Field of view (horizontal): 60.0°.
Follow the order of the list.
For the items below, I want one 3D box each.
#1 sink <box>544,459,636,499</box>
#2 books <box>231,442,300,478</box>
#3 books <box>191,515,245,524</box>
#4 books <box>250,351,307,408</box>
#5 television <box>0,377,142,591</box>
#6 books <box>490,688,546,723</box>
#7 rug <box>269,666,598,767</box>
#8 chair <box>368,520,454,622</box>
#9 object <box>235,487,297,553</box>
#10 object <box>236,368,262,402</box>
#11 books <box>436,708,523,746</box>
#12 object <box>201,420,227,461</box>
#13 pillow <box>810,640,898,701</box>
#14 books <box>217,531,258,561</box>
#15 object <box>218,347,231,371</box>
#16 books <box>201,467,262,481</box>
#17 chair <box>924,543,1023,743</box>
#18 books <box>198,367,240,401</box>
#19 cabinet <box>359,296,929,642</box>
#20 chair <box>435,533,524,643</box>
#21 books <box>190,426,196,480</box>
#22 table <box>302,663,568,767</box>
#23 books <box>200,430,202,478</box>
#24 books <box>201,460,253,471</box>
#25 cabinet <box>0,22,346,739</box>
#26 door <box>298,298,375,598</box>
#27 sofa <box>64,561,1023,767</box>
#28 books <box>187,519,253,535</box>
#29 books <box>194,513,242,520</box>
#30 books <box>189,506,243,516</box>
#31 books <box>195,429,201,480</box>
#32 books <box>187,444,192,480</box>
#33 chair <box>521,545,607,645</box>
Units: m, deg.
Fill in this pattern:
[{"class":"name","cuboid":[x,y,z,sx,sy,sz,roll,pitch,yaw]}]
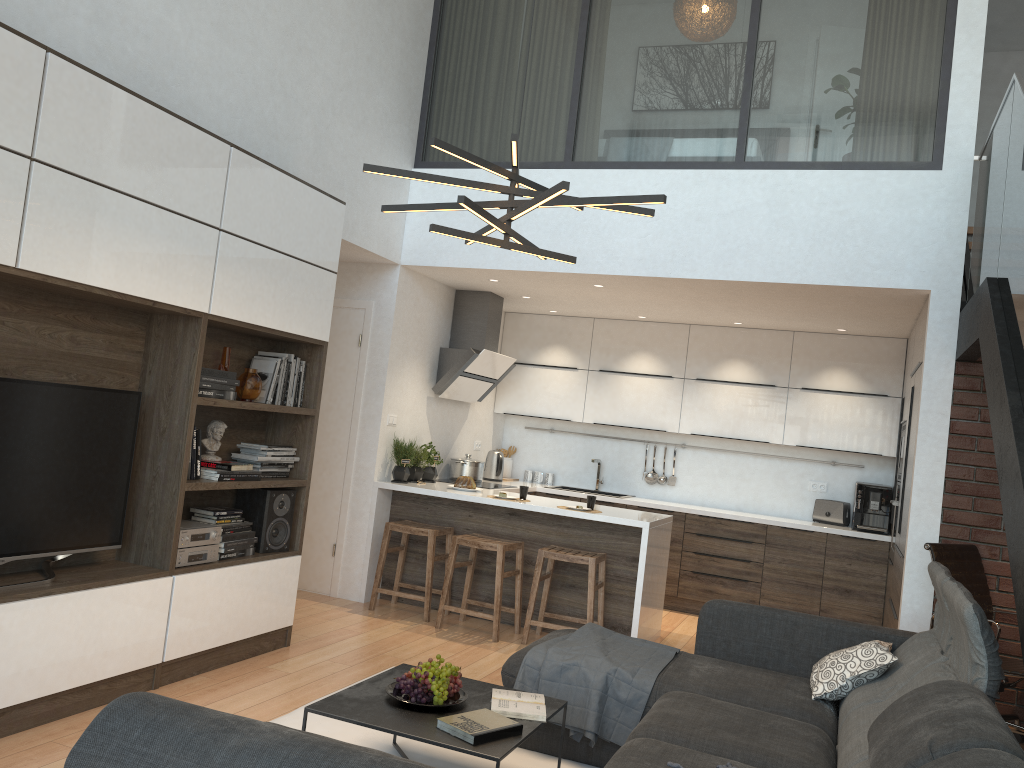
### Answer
[{"class":"sink","cuboid":[0.698,0.924,7.851,0.706,0.518,0.512,6,-3,21]},{"class":"books","cuboid":[-1.351,0.411,4.796,0.224,0.176,0.374,6,-3,21]},{"class":"books","cuboid":[-1.498,0.688,4.519,0.161,0.023,0.213,5,-3,24]},{"class":"books","cuboid":[-1.309,-0.032,4.847,0.201,0.287,0.332,6,-3,21]},{"class":"television","cuboid":[-1.924,0.368,3.369,0.229,0.779,1.220,6,-3,21]},{"class":"books","cuboid":[0.022,1.152,3.203,0.199,0.025,0.294,7,-3,0]},{"class":"rug","cuboid":[-0.329,1.467,3.287,1.606,0.013,2.496,6,-3,21]},{"class":"chair","cuboid":[-0.668,1.269,6.102,0.450,0.600,0.350,6,-3,21]},{"class":"object","cuboid":[-1.346,0.730,4.825,0.244,0.331,0.214,5,-3,31]},{"class":"object","cuboid":[-1.356,0.006,4.575,0.130,0.171,0.130,8,-3,-30]},{"class":"books","cuboid":[-0.105,1.120,2.904,0.179,0.029,0.225,4,-4,44]},{"class":"object","cuboid":[-1.519,0.283,4.493,0.117,0.207,0.116,8,-3,-28]},{"class":"pillow","cuboid":[0.976,1.037,2.637,0.386,0.364,2.734,5,-3,25]},{"class":"books","cuboid":[-1.484,0.805,4.511,0.248,0.123,0.307,6,-3,16]},{"class":"object","cuboid":[-1.471,-0.058,4.503,0.081,0.265,0.082,4,-4,43]},{"class":"books","cuboid":[-1.456,0.447,4.449,0.250,0.047,0.310,5,-3,27]},{"class":"chair","cuboid":[2.478,1.358,4.514,0.651,0.991,0.700,9,-3,-35]},{"class":"books","cuboid":[-1.524,-0.011,4.262,0.277,0.137,0.343,6,-3,16]},{"class":"cabinet","cuboid":[1.110,0.599,6.764,3.495,2.401,2.401,6,-3,21]},{"class":"chair","cuboid":[-0.186,1.310,5.784,0.450,0.600,0.350,5,-3,26]},{"class":"books","cuboid":[-1.582,0.317,4.207,0.193,0.255,0.066,6,-3,21]},{"class":"table","cuboid":[-0.257,1.291,3.127,0.700,0.323,0.700,6,-3,21]},{"class":"books","cuboid":[-1.583,0.330,4.274,0.179,0.233,0.077,6,-3,21]},{"class":"books","cuboid":[-1.474,0.406,4.469,0.266,0.030,0.209,6,-3,15]},{"class":"cabinet","cuboid":[-1.935,0.024,3.132,0.338,2.494,4.036,6,-3,21]},{"class":"door","cuboid":[-1.564,0.418,6.503,0.974,2.136,0.085,6,-3,21]},{"class":"sofa","cuboid":[0.372,1.031,2.752,2.108,0.995,3.169,6,-3,21]},{"class":"books","cuboid":[-1.494,0.721,4.517,0.224,0.042,0.277,6,-3,17]},{"class":"books","cuboid":[-1.498,0.669,4.520,0.142,0.015,0.198,6,-3,20]},{"class":"books","cuboid":[-1.509,0.648,4.529,0.161,0.023,0.213,5,-3,24]},{"class":"books","cuboid":[-1.565,0.326,4.232,0.177,0.242,0.066,6,-3,21]},{"class":"books","cuboid":[-1.582,0.321,4.176,0.169,0.242,0.050,6,-3,21]},{"class":"chair","cuboid":[0.356,1.366,5.658,0.450,0.600,0.350,6,-3,19]}]
